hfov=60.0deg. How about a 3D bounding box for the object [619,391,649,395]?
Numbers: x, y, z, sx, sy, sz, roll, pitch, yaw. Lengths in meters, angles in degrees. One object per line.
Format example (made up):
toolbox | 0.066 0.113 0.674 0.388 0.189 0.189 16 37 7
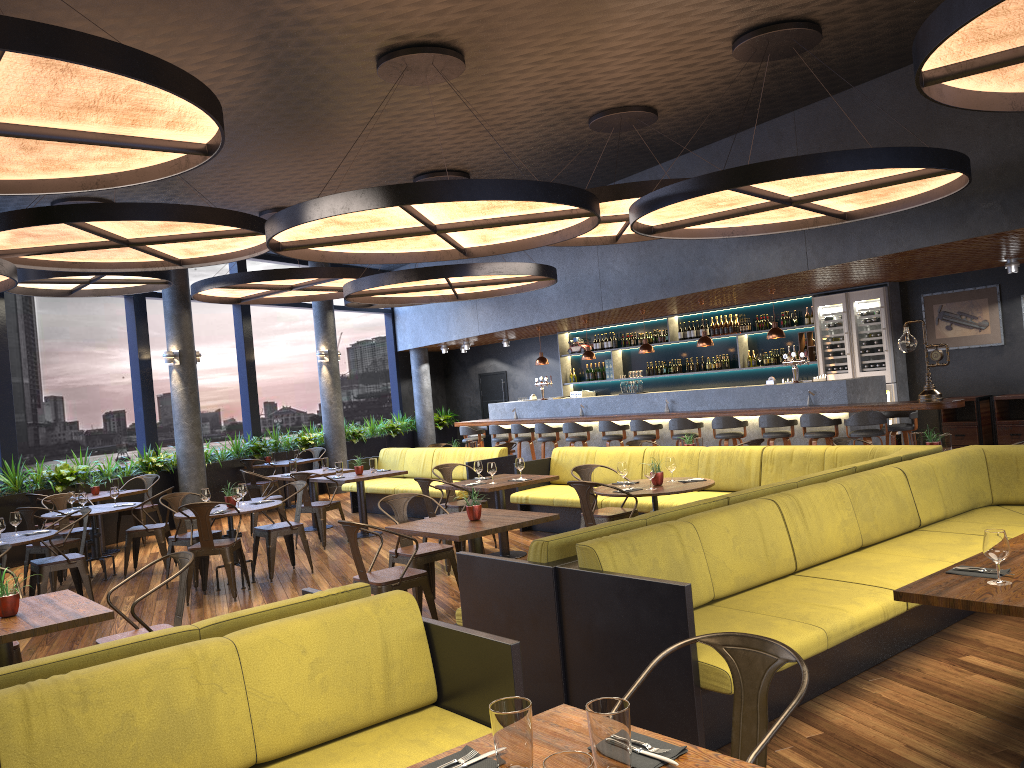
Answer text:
object | 1.954 0.148 14.267 0.273 0.019 0.437 -5 0 -40

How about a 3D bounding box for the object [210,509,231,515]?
object | -2.724 1.191 8.282 0.157 0.019 0.255 -5 0 3

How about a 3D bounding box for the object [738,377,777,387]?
object | 3.342 -0.024 12.463 0.200 0.106 0.766 -5 0 -40

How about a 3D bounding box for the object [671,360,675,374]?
object | 2.889 -0.306 15.929 0.063 0.254 0.063 -5 0 -22

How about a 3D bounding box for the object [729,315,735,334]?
object | 3.673 -0.999 14.849 0.084 0.330 0.084 -5 0 -33

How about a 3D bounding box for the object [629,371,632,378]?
object | 2.241 -0.180 16.744 0.084 0.119 0.084 -5 0 5

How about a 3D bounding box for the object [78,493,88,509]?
object | -4.558 1.263 9.429 0.097 0.206 0.097 -5 0 19

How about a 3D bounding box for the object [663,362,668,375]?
object | 2.775 -0.281 16.061 0.088 0.224 0.088 -5 0 -25

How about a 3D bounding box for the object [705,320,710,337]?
object | 3.381 -0.961 15.374 0.085 0.310 0.086 -5 0 1

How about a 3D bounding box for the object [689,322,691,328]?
object | 3.138 -0.939 15.662 0.085 0.310 0.086 -5 0 -12

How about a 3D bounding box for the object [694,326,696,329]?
object | 3.199 -0.945 15.595 0.085 0.310 0.086 -5 0 1

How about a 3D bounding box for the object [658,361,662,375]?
object | 2.704 -0.289 16.204 0.063 0.254 0.063 -5 0 -12

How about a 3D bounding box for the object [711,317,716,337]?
object | 3.429 -0.977 15.147 0.084 0.330 0.084 -5 0 -33

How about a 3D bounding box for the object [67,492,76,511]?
object | -4.836 1.289 9.739 0.097 0.206 0.097 -5 0 37

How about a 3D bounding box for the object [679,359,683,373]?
object | 3.019 -0.318 15.888 0.063 0.254 0.063 -5 0 23

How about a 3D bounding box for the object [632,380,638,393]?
object | 1.963 0.051 14.122 0.105 0.209 0.105 -5 0 -5

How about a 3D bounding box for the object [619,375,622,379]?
object | 2.070 -0.135 16.924 0.042 0.059 0.042 -5 0 12

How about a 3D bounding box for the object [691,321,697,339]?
object | 3.168 -0.942 15.479 0.085 0.310 0.086 -5 0 -12

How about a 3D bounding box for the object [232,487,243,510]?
object | -2.595 1.086 8.390 0.097 0.206 0.097 -5 0 -33

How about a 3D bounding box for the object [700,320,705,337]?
object | 3.293 -0.954 15.332 0.085 0.310 0.086 -5 0 -6

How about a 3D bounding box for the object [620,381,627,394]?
object | 1.808 0.065 14.315 0.105 0.209 0.105 -5 0 -5

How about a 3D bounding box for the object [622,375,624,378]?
object | 2.102 -0.138 16.828 0.042 0.059 0.042 -5 0 12

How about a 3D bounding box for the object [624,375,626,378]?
object | 2.146 -0.141 16.834 0.042 0.059 0.042 -5 0 12

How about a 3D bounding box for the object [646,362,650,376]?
object | 2.508 -0.272 16.351 0.063 0.254 0.063 -5 0 23

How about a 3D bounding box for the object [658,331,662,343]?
object | 2.678 -0.850 16.033 0.068 0.217 0.068 -5 0 35

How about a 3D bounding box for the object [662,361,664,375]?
object | 2.770 -0.295 16.263 0.063 0.254 0.063 -5 0 23

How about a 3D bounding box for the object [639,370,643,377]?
object | 2.405 -0.195 16.545 0.084 0.119 0.084 -5 0 5

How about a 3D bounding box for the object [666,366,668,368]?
object | 2.800 -0.283 16.173 0.088 0.224 0.088 -5 0 15

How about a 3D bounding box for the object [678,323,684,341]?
object | 2.984 -0.925 15.701 0.085 0.310 0.086 -5 0 -12

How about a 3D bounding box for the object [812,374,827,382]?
object | 4.025 -0.080 11.603 0.177 0.091 0.091 -5 0 25

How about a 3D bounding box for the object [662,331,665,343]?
object | 2.754 -0.857 16.087 0.068 0.217 0.068 -5 0 -35

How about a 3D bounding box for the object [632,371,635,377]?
object | 2.295 -0.185 16.678 0.084 0.119 0.084 -5 0 5

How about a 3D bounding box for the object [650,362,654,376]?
object | 2.572 -0.277 16.273 0.063 0.254 0.063 -5 0 38

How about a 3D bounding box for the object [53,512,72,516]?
object | -4.718 1.371 9.387 0.157 0.019 0.255 -5 0 27

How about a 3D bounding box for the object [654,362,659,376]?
object | 2.655 -0.285 16.326 0.063 0.254 0.063 -5 0 8

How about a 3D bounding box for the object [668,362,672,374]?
object | 2.880 -0.290 16.112 0.088 0.224 0.088 -5 0 25

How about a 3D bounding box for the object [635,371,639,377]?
object | 2.350 -0.190 16.612 0.084 0.119 0.084 -5 0 5

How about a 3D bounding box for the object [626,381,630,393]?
object | 1.898 0.057 14.375 0.105 0.209 0.105 -5 0 -5

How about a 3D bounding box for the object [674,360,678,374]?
object | 2.956 -0.312 15.974 0.063 0.254 0.063 -5 0 -7

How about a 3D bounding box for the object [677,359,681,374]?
object | 2.971 -0.314 15.818 0.063 0.254 0.063 -5 0 3

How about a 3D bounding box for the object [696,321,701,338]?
object | 3.259 -0.950 15.518 0.085 0.310 0.086 -5 0 -29

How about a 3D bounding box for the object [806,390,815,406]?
object | 3.873 0.179 11.524 0.114 0.203 0.069 -5 0 -5

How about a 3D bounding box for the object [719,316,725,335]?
object | 3.549 -0.988 15.003 0.084 0.330 0.084 -5 0 -33

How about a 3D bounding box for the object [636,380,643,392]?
object | 2.046 0.044 14.201 0.105 0.209 0.105 -5 0 -5

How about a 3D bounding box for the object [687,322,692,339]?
object | 3.111 -0.937 15.552 0.085 0.310 0.086 -5 0 -6

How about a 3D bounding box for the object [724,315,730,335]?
object | 3.610 -0.993 14.921 0.084 0.330 0.084 -5 0 -33

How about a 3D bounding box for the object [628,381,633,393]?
object | 1.922 0.055 14.254 0.105 0.209 0.105 -5 0 -5

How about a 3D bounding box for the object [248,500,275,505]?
object | -2.498 1.173 8.796 0.255 0.019 0.157 -5 0 -41

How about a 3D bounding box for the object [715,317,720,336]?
object | 3.490 -0.982 15.075 0.084 0.330 0.084 -5 0 -33

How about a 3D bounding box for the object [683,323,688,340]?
object | 3.074 -0.933 15.739 0.085 0.310 0.086 -5 0 -25

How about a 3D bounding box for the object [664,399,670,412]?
object | 2.340 0.320 13.375 0.114 0.203 0.069 -5 0 40
